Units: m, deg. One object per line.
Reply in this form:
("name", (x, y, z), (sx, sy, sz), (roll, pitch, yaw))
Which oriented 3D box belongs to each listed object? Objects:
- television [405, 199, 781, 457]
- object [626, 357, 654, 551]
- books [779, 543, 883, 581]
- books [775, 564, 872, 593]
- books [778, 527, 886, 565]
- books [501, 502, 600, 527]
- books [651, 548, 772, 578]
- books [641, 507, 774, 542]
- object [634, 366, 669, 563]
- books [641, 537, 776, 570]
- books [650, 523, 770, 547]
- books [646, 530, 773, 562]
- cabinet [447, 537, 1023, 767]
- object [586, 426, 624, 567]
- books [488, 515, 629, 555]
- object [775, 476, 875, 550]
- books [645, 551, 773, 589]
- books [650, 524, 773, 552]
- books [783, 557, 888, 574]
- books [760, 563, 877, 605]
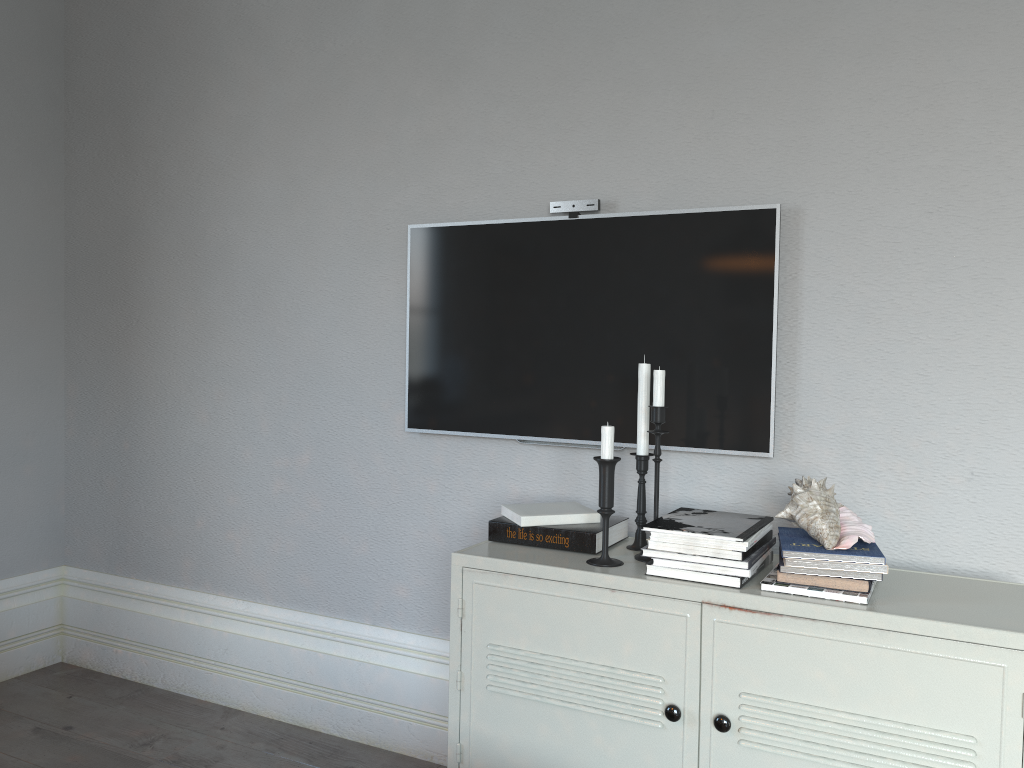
("television", (0.170, -0.161, 2.381), (1.063, 0.657, 0.041), (2, 2, 27))
("object", (0.305, 0.160, 2.073), (0.066, 0.457, 0.066), (1, 2, -5))
("books", (0.636, 0.354, 1.790), (0.184, 0.014, 0.235), (2, 3, 17))
("books", (0.641, 0.374, 1.803), (0.175, 0.027, 0.238), (2, 3, 24))
("books", (0.635, 0.323, 1.785), (0.184, 0.014, 0.235), (2, 2, 15))
("books", (0.091, 0.315, 2.156), (0.199, 0.024, 0.161), (0, 3, -18))
("books", (0.430, 0.364, 1.889), (0.200, 0.016, 0.253), (2, 3, 25))
("books", (0.422, 0.297, 1.893), (0.212, 0.008, 0.263), (2, 3, 29))
("object", (0.323, 0.176, 1.969), (0.092, 0.431, 0.092), (1, 2, -13))
("books", (0.426, 0.348, 1.901), (0.222, 0.016, 0.271), (2, 3, 27))
("books", (0.427, 0.307, 1.888), (0.196, 0.010, 0.260), (2, 3, 25))
("books", (0.425, 0.330, 1.890), (0.200, 0.019, 0.251), (2, 3, 29))
("cabinet", (0.447, 0.771, 1.901), (1.152, 0.757, 0.408), (2, 2, 27))
("object", (0.205, 0.237, 1.927), (0.083, 0.311, 0.083), (1, 2, 5))
("books", (0.116, 0.352, 2.150), (0.276, 0.049, 0.218), (2, 3, 27))
("object", (0.632, 0.253, 1.790), (0.192, 0.127, 0.194), (2, 2, 20))
("books", (0.427, 0.382, 1.901), (0.200, 0.022, 0.271), (2, 3, 29))
("books", (0.430, 0.316, 1.892), (0.196, 0.010, 0.265), (2, 3, 27))
("books", (0.640, 0.339, 1.783), (0.184, 0.017, 0.235), (2, 2, 15))
("books", (0.626, 0.395, 1.793), (0.196, 0.014, 0.244), (2, 3, 27))
